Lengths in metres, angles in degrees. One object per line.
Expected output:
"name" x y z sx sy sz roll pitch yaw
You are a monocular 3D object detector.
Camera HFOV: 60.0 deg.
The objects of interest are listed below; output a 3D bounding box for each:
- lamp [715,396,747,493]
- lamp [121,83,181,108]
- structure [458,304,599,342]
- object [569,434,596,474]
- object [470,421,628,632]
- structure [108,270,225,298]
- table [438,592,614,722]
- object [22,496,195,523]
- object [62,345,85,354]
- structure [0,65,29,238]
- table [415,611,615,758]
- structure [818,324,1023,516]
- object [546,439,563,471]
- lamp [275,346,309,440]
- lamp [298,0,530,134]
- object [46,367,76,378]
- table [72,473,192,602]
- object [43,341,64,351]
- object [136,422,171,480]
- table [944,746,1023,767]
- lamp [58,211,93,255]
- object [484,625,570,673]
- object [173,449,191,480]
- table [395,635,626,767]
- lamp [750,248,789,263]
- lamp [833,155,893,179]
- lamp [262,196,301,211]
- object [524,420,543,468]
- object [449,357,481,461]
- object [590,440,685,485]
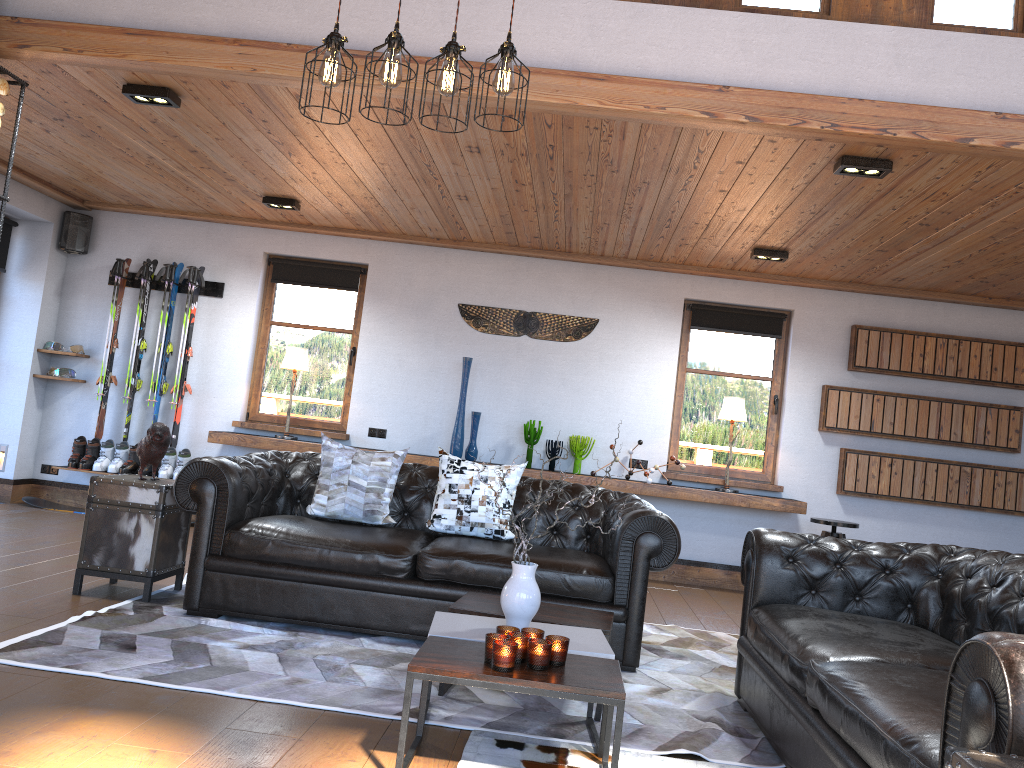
"lamp" 1.770 0.859 7.598 0.246 1.483 0.630 7 -4 -4
"lamp" -1.945 -1.564 4.791 0.261 0.068 0.155 7 -3 3
"structure" 0.128 -0.523 7.717 1.246 0.240 0.098 7 -4 3
"object" 0.573 0.600 7.544 0.184 0.332 0.196 10 -5 -37
"object" 0.101 0.510 3.245 0.616 0.809 0.408 6 -4 14
"structure" -3.098 -0.902 7.792 1.049 0.135 0.319 7 -3 3
"table" 0.075 1.118 3.695 0.648 0.350 0.401 6 -4 8
"object" -3.378 1.090 7.564 1.622 0.065 0.308 7 -3 3
"object" -3.853 -0.309 7.812 0.159 0.084 0.189 7 -3 3
"structure" -2.975 -0.339 4.357 0.511 2.620 0.502 7 -4 4
"table" 0.010 1.084 3.243 0.651 0.350 0.399 7 -4 -2
"structure" 3.565 0.301 7.600 1.850 1.447 0.321 7 -4 3
"object" 0.348 0.608 7.539 0.131 0.261 0.122 9 -5 -26
"lamp" -1.920 0.436 7.811 0.245 1.483 0.633 6 -4 7
"lamp" -0.229 -2.014 3.248 0.804 2.204 0.260 7 -4 -6
"object" -3.976 -0.103 7.799 0.348 0.084 0.190 4 -4 39
"table" -2.007 0.811 4.749 0.417 0.610 0.405 7 -4 4
"object" -4.030 -0.329 7.821 0.189 0.084 0.160 7 -4 2
"object" -1.930 0.361 4.772 0.245 0.319 0.151 3 -6 44
"table" 0.934 0.961 1.376 0.417 0.610 0.405 7 -4 4
"lamp" -3.887 -1.342 7.893 0.213 0.350 0.213 7 -4 4
"object" 0.013 0.842 2.823 0.243 0.081 0.305 4 -5 42
"object" -2.806 0.684 7.539 0.116 0.271 0.251 7 -4 -1
"table" 0.005 1.058 2.806 0.649 0.350 0.400 7 -4 3
"lamp" 1.962 -0.987 6.757 0.261 0.068 0.155 7 -3 3
"lamp" 1.818 -1.130 4.595 0.261 0.068 0.155 7 -3 3
"lamp" -1.806 -1.421 6.951 0.261 0.068 0.155 7 -3 3
"object" 0.162 0.509 7.505 0.160 0.411 0.144 9 -5 -28
"object" -0.362 0.216 7.486 0.277 0.863 0.110 10 -6 -41
"object" 1.070 0.642 7.440 0.640 0.350 0.526 5 -4 31
